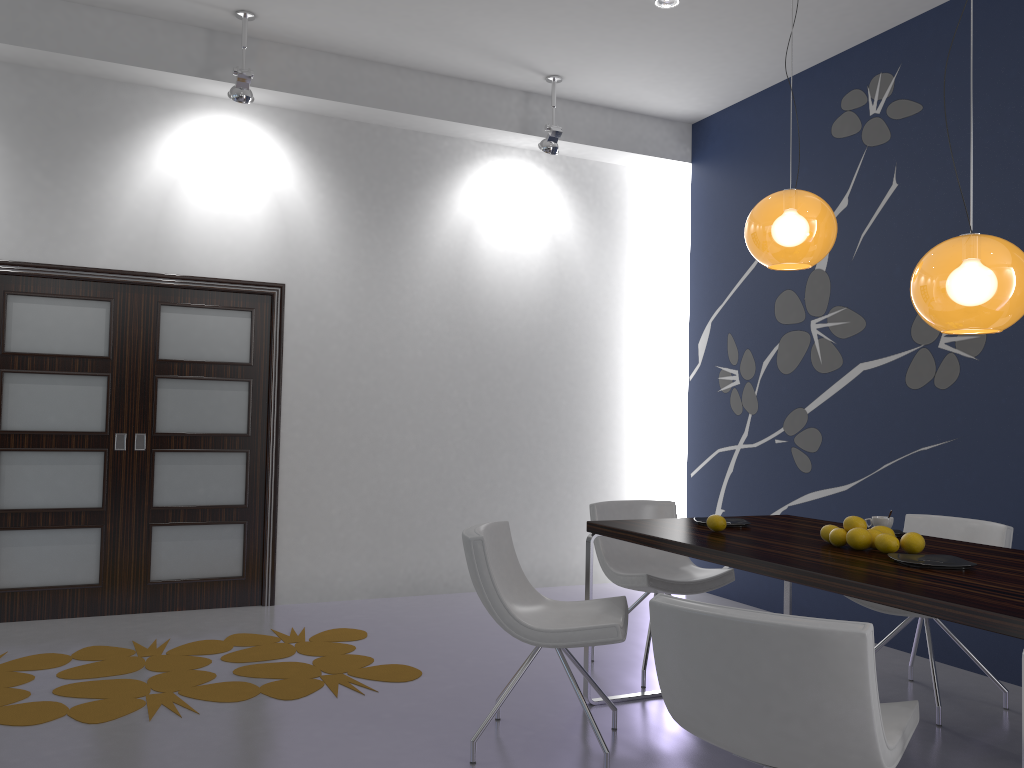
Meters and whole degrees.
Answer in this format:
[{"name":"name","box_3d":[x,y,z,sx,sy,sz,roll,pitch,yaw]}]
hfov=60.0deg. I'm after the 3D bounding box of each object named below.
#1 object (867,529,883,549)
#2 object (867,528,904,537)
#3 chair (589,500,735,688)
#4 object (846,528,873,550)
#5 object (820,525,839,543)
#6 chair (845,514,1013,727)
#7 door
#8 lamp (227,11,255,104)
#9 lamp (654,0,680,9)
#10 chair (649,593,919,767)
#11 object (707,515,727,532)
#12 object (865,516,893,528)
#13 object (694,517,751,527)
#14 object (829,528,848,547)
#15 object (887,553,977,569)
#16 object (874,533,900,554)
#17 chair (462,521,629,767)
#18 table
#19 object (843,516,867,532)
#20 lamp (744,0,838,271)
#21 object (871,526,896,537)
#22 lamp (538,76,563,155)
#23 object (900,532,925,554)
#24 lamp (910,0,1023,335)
[{"name":"object","box_3d":[1.295,0.554,3.167,0.081,0.071,0.069,-1,-3,42]},{"name":"object","box_3d":[1.500,0.603,3.589,0.154,0.020,0.154,0,-2,20]},{"name":"chair","box_3d":[0.716,1.008,4.428,0.508,0.805,0.620,2,-3,-25]},{"name":"object","box_3d":[1.224,0.546,3.124,0.094,0.080,0.076,2,-3,-23]},{"name":"object","box_3d":[1.188,0.558,3.294,0.070,0.068,0.083,2,-3,-21]},{"name":"chair","box_3d":[1.868,1.016,3.987,0.620,0.805,0.508,3,-3,-30]},{"name":"door","box_3d":[-2.331,0.351,5.412,1.764,2.061,0.220,2,-3,-25]},{"name":"lamp","box_3d":[-1.546,-1.861,5.098,0.150,0.511,0.185,2,-3,-25]},{"name":"lamp","box_3d":[0.831,-2.060,4.754,0.132,0.035,0.132,2,-3,-25]},{"name":"chair","box_3d":[0.661,0.914,2.161,0.508,0.805,0.620,0,-3,35]},{"name":"object","box_3d":[0.825,0.561,3.574,0.070,0.068,0.083,2,-3,-21]},{"name":"object","box_3d":[1.490,0.571,3.590,0.101,0.064,0.081,1,-2,0]},{"name":"object","box_3d":[0.908,0.600,3.839,0.232,0.020,0.232,1,-2,3]},{"name":"object","box_3d":[1.183,0.554,3.205,0.070,0.068,0.083,0,-3,34]},{"name":"object","box_3d":[1.341,0.569,2.839,0.232,0.020,0.232,1,-2,3]},{"name":"object","box_3d":[1.294,0.551,3.058,0.070,0.068,0.083,2,-3,-21]},{"name":"chair","box_3d":[0.119,0.950,3.343,0.620,0.805,0.508,1,-2,10]},{"name":"table","box_3d":[1.257,0.979,3.151,1.127,0.783,2.046,2,-3,-25]},{"name":"object","box_3d":[1.234,0.509,3.189,0.070,0.068,0.083,2,-3,-21]},{"name":"lamp","box_3d":[1.140,-1.293,3.612,0.359,1.645,0.358,2,-2,-14]},{"name":"object","box_3d":[1.347,0.554,3.230,0.094,0.077,0.079,0,-2,19]},{"name":"lamp","box_3d":[0.266,-1.786,5.942,0.150,0.511,0.185,2,-3,-25]},{"name":"object","box_3d":[1.379,0.548,3.053,0.079,0.077,0.094,-1,-3,39]},{"name":"lamp","box_3d":[1.485,-1.151,2.864,0.358,1.974,0.359,2,-2,-20]}]
